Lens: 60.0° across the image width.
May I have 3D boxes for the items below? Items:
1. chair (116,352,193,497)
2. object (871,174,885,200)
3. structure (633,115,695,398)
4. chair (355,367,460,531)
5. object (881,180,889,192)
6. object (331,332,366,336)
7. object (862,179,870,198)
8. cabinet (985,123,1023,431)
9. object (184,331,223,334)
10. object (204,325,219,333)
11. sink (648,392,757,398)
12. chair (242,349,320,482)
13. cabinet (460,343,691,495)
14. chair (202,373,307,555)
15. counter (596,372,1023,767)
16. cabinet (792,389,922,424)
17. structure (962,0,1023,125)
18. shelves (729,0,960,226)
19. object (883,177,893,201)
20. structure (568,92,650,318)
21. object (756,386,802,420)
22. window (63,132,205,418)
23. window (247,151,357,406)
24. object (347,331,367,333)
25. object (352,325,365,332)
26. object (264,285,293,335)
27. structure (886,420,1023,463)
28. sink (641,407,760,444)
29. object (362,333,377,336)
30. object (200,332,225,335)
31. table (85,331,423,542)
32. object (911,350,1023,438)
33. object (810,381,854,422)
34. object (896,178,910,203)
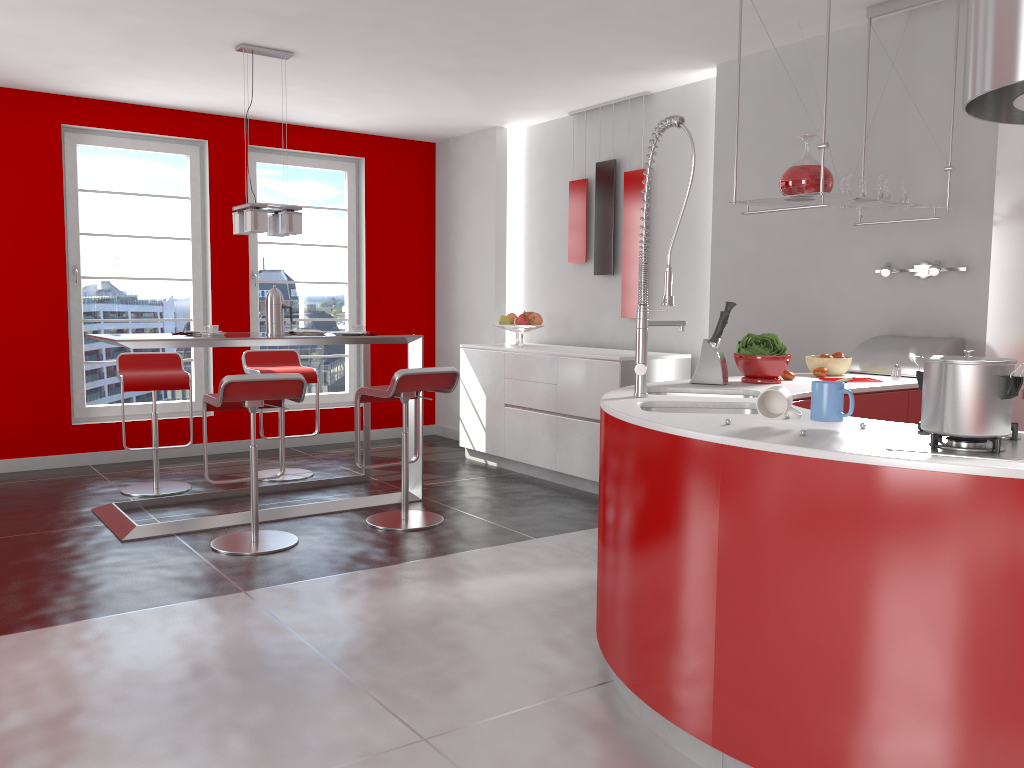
[{"bbox_3d":[-2.251,0.239,5.584,0.418,0.857,0.460,-2,6,-27],"label":"chair"},{"bbox_3d":[1.607,-0.846,3.890,0.060,0.141,0.060,-3,6,-35],"label":"object"},{"bbox_3d":[0.506,-0.412,2.972,0.178,0.920,0.308,1,5,8],"label":"structure"},{"bbox_3d":[-0.568,0.326,4.803,0.418,0.857,0.460,-4,7,-40],"label":"chair"},{"bbox_3d":[1.702,-0.860,4.053,0.060,0.141,0.060,-3,6,-35],"label":"object"},{"bbox_3d":[-0.948,-0.289,5.135,0.217,0.015,0.217,1,5,1],"label":"object"},{"bbox_3d":[1.606,-0.860,4.046,0.060,0.141,0.060,4,6,32],"label":"object"},{"bbox_3d":[3.070,-0.079,3.190,0.614,2.026,2.398,-3,6,-35],"label":"cabinet"},{"bbox_3d":[-1.796,-0.300,5.164,0.217,0.015,0.217,0,5,-11],"label":"object"},{"bbox_3d":[-1.688,-0.305,4.982,0.078,0.049,0.062,-1,5,-12],"label":"object"},{"bbox_3d":[0.684,0.135,3.229,0.428,0.172,0.326,2,5,16],"label":"sink"},{"bbox_3d":[-1.586,0.201,6.074,0.418,0.857,0.460,-3,6,-33],"label":"chair"},{"bbox_3d":[0.368,0.193,6.241,0.610,0.880,1.802,-3,6,-35],"label":"cabinet"},{"bbox_3d":[-1.255,0.363,4.328,0.418,0.857,0.460,-2,6,-30],"label":"chair"},{"bbox_3d":[1.213,0.487,3.100,1.868,0.880,2.865,0,5,-1],"label":"counter"},{"bbox_3d":[1.458,0.447,3.218,1.025,0.761,1.875,1,5,10],"label":"cabinet"},{"bbox_3d":[1.333,-1.090,1.863,0.644,0.958,0.644,3,6,21],"label":"structure"},{"bbox_3d":[1.437,-1.230,3.787,0.934,1.023,0.462,-3,6,-35],"label":"shelves"},{"bbox_3d":[1.673,-0.852,3.966,0.060,0.141,0.060,-3,6,-35],"label":"object"},{"bbox_3d":[0.659,-1.226,6.287,0.040,1.503,0.820,-3,6,-35],"label":"structure"},{"bbox_3d":[0.705,0.049,2.327,0.109,0.080,0.100,3,6,25],"label":"object"},{"bbox_3d":[-2.788,-0.786,6.615,0.938,2.038,0.117,-3,6,-35],"label":"window"},{"bbox_3d":[-1.725,-0.843,7.361,0.938,2.038,0.117,-3,6,-35],"label":"window"},{"bbox_3d":[-0.939,-0.309,5.369,0.119,0.016,0.119,-1,5,-15],"label":"object"},{"bbox_3d":[-0.933,-0.334,5.371,0.078,0.049,0.062,-3,6,-35],"label":"object"},{"bbox_3d":[-1.354,-0.429,5.130,0.149,0.287,0.113,-2,6,-27],"label":"object"},{"bbox_3d":[1.059,0.120,2.059,0.303,0.037,0.457,4,6,30],"label":"structure"},{"bbox_3d":[0.601,0.177,2.751,0.428,0.172,0.326,1,5,4],"label":"sink"},{"bbox_3d":[-0.832,-0.293,5.209,0.095,0.012,0.234,-3,6,-35],"label":"object"},{"bbox_3d":[-1.680,-0.282,4.985,0.119,0.016,0.119,4,6,35],"label":"object"},{"bbox_3d":[-1.457,0.214,5.150,1.700,1.000,0.800,-3,6,-35],"label":"table"},{"bbox_3d":[1.008,0.017,1.965,0.218,0.185,0.189,2,5,17],"label":"object"},{"bbox_3d":[0.829,0.045,2.287,0.109,0.100,0.080,3,6,28],"label":"object"},{"bbox_3d":[1.759,-0.853,3.989,0.060,0.141,0.060,-3,6,-35],"label":"object"}]
